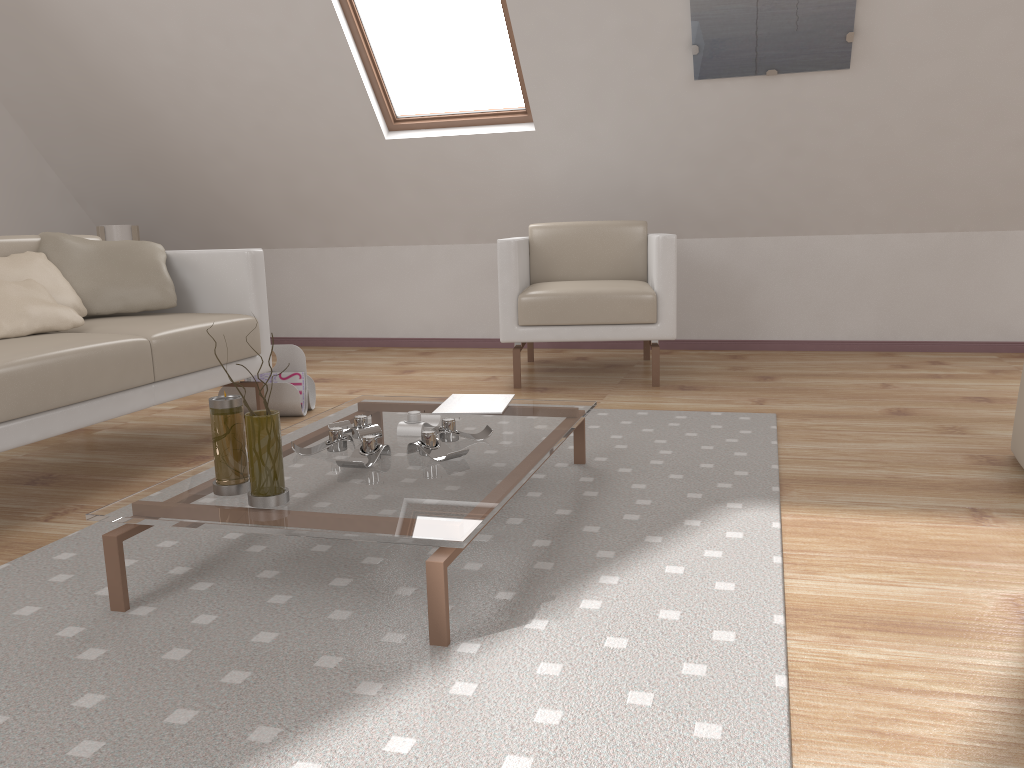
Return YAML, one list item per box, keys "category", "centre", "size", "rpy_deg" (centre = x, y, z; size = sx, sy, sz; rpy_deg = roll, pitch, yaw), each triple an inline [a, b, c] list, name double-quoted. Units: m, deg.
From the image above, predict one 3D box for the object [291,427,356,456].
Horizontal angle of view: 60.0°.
- category: "object"
  centre: [-0.432, 0.129, 2.030]
  size: [0.143, 0.052, 0.064]
  rpy_deg: [-4, 10, -14]

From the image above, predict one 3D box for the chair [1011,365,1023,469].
- category: "chair"
  centre: [1.574, 0.056, 2.206]
  size: [0.506, 0.394, 0.506]
  rpy_deg: [2, 11, 20]

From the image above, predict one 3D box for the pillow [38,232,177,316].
- category: "pillow"
  centre: [-1.375, -0.379, 2.997]
  size: [0.424, 0.276, 0.269]
  rpy_deg: [-6, 11, -24]

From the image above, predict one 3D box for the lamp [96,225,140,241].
- category: "lamp"
  centre: [-2.290, -0.733, 5.156]
  size: [0.221, 0.375, 0.180]
  rpy_deg: [-10, 13, -39]

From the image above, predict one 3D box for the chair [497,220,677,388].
- category: "chair"
  centre: [0.353, -0.398, 4.115]
  size: [0.748, 0.706, 0.820]
  rpy_deg: [-1, 10, 6]

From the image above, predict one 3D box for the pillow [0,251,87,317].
- category: "pillow"
  centre: [-1.502, -0.292, 2.717]
  size: [0.196, 0.225, 0.351]
  rpy_deg: [2, 11, 21]

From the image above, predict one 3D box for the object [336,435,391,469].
- category: "object"
  centre: [-0.320, 0.146, 1.916]
  size: [0.064, 0.052, 0.143]
  rpy_deg: [1, 10, 16]

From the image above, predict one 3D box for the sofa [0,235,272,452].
- category: "sofa"
  centre: [-1.497, -0.042, 2.391]
  size: [0.820, 0.706, 1.880]
  rpy_deg: [1, 10, 16]

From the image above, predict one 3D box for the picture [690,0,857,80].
- category: "picture"
  centre: [1.021, -1.650, 3.477]
  size: [0.650, 0.738, 0.683]
  rpy_deg: [1, 10, 16]

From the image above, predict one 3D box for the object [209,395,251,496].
- category: "object"
  centre: [-0.547, 0.117, 1.718]
  size: [0.075, 0.185, 0.075]
  rpy_deg: [-11, 13, -41]

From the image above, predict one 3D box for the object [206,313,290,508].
- category: "object"
  centre: [-0.458, 0.045, 1.614]
  size: [0.123, 0.359, 0.184]
  rpy_deg: [-8, 12, -32]

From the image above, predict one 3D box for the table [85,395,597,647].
- category: "table"
  centre: [-0.267, 0.237, 2.088]
  size: [0.730, 0.190, 1.173]
  rpy_deg: [1, 10, 16]

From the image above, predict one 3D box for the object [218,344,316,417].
- category: "object"
  centre: [-0.947, -0.018, 3.428]
  size: [0.315, 0.267, 0.212]
  rpy_deg: [-1, 10, 3]

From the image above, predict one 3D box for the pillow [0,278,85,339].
- category: "pillow"
  centre: [-1.413, -0.214, 2.505]
  size: [0.227, 0.170, 0.363]
  rpy_deg: [2, 11, 21]

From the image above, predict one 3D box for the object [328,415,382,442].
- category: "object"
  centre: [-0.388, 0.101, 2.182]
  size: [0.064, 0.052, 0.143]
  rpy_deg: [-11, 14, -43]

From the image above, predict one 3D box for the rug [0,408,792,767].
- category: "rug"
  centre: [-0.211, 0.335, 2.049]
  size: [1.600, 0.007, 2.800]
  rpy_deg: [1, 10, 16]

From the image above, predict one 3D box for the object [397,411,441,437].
- category: "object"
  centre: [-0.232, 0.090, 2.220]
  size: [0.064, 0.052, 0.143]
  rpy_deg: [1, 10, 16]

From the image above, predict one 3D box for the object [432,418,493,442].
- category: "object"
  centre: [-0.120, 0.107, 2.106]
  size: [0.143, 0.051, 0.064]
  rpy_deg: [-4, 10, -14]

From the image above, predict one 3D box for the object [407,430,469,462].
- category: "object"
  centre: [-0.164, 0.134, 1.954]
  size: [0.064, 0.052, 0.143]
  rpy_deg: [-11, 14, -43]

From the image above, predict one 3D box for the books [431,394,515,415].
- category: "books"
  centre: [-0.104, 0.056, 2.524]
  size: [0.192, 0.005, 0.280]
  rpy_deg: [0, 10, 8]
